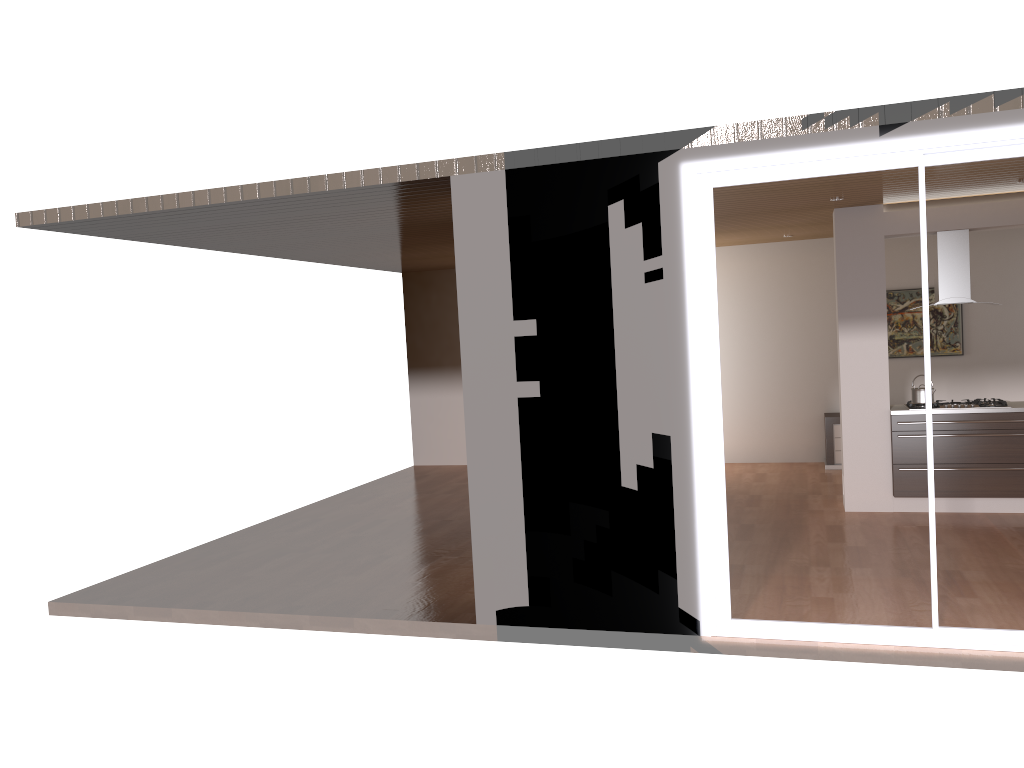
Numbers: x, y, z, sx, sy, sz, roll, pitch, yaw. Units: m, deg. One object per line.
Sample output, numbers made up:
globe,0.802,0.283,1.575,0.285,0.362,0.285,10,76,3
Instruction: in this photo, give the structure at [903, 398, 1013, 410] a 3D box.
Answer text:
structure,3.904,0.173,7.809,0.797,0.047,0.494,-2,3,18

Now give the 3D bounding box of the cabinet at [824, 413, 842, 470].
cabinet,4.514,0.637,10.220,1.740,0.608,0.540,-2,3,18

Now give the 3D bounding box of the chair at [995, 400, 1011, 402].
chair,4.538,0.601,8.615,0.608,0.847,0.491,-4,3,-12

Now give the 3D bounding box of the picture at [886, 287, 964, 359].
picture,4.575,-0.706,10.395,1.277,0.801,0.018,-2,3,18

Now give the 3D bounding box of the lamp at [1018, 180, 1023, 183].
lamp,3.911,-1.567,6.757,0.102,0.055,0.102,-4,3,-10

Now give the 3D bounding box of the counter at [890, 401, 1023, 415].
counter,4.208,0.237,7.047,2.150,0.036,1.850,-2,3,18

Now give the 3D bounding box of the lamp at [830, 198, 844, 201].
lamp,2.629,-1.518,7.179,0.102,0.055,0.102,-3,3,1

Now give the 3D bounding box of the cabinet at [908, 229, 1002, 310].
cabinet,4.258,-0.843,7.010,2.058,1.032,1.399,-2,3,22

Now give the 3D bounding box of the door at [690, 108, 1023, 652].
door,2.145,0.019,4.570,2.300,2.700,0.101,-2,3,18

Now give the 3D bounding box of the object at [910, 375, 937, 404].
object,3.599,0.043,7.776,0.221,0.251,0.221,-3,3,11

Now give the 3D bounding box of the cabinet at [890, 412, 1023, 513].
cabinet,4.233,0.688,7.071,2.150,0.870,1.850,-2,3,18

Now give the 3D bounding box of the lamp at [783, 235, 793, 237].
lamp,3.128,-1.699,10.059,0.102,0.055,0.102,-3,3,1
